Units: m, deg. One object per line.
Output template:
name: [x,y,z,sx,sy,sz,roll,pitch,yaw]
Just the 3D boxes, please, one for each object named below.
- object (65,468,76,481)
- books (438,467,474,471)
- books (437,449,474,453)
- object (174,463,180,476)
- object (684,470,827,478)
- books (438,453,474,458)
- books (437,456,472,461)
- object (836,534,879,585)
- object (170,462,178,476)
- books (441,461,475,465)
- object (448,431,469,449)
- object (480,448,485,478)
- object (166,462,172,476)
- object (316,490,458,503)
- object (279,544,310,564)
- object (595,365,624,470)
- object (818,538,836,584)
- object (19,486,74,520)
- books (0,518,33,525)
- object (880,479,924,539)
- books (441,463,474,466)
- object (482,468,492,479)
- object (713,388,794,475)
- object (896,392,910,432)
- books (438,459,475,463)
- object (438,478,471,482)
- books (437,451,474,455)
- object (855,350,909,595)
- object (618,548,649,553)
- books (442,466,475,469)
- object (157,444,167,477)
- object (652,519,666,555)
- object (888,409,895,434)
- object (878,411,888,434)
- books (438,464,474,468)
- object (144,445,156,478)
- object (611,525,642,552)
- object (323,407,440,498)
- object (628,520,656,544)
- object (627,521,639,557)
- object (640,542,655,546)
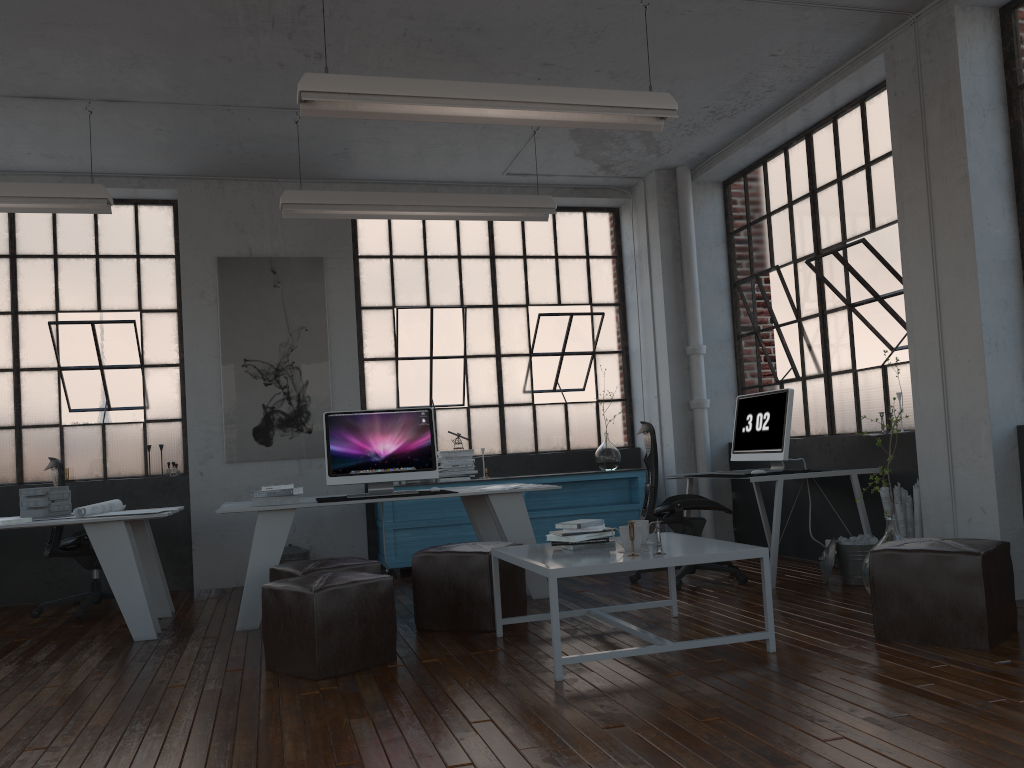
object: [-3.467,0.708,6.912,0.124,0.100,0.124,-4,-4,7]
books: [-0.481,0.722,7.508,0.288,0.016,0.183,-2,-5,-16]
books: [-0.483,0.569,7.489,0.288,0.016,0.183,-2,-5,-16]
object: [-2.711,0.692,7.161,0.058,0.101,0.032,-5,-3,19]
object: [1.663,0.618,6.089,0.687,0.008,0.850,-2,-5,-14]
books: [-0.477,0.605,7.501,0.273,0.021,0.174,-2,-5,-16]
books: [-0.499,0.630,7.509,0.295,0.028,0.180,-2,-5,-16]
object: [2.139,1.066,5.431,0.291,0.293,0.290,-6,-4,32]
object: [-2.705,0.678,7.086,0.058,0.117,0.032,-3,-3,-2]
books: [-0.462,0.666,7.504,0.263,0.017,0.168,-2,-5,-16]
object: [-0.449,0.469,7.488,0.178,0.161,0.092,-7,-5,42]
object: [-0.244,0.680,7.625,0.084,0.256,0.084,-1,-4,-38]
object: [-2.759,0.685,7.130,0.058,0.117,0.032,-6,-4,35]
object: [-0.813,0.714,5.659,0.848,0.008,0.688,-2,-5,-14]
object: [-1.730,1.411,6.959,0.293,0.307,0.293,-4,-4,13]
object: [0.874,0.280,7.705,0.231,0.938,0.434,-1,-4,-34]
object: [1.945,1.091,5.463,0.107,0.280,0.293,-4,-4,10]
object: [-2.838,0.720,5.394,0.416,0.182,0.389,-5,-4,15]
books: [-2.873,0.776,4.993,0.235,0.024,0.200,-5,-5,20]
object: [2.381,0.878,5.302,0.293,0.626,0.274,-5,-3,26]
books: [-0.465,0.681,7.493,0.254,0.012,0.161,-2,-5,-16]
object: [-0.214,0.752,7.456,0.088,0.084,0.088,-3,-4,-11]
object: [1.649,0.336,6.102,0.377,0.552,0.715,-3,-4,-14]
object: [2.471,0.182,5.636,0.084,0.256,0.084,-4,-3,7]
books: [-0.475,0.651,7.515,0.288,0.016,0.183,-2,-5,-16]
object: [-0.481,0.787,7.255,0.253,0.014,0.187,-2,-5,-16]
books: [-0.479,0.586,7.501,0.288,0.016,0.183,-2,-5,-16]
object: [1.910,0.474,4.500,0.330,1.338,0.619,-5,-3,21]
object: [0.548,0.750,3.992,0.137,0.003,0.138,-4,-4,5]
books: [-0.453,0.705,7.492,0.256,0.013,0.161,-2,-5,-16]
object: [-2.803,0.614,7.096,0.085,0.259,0.085,-6,-4,38]
object: [0.631,0.658,3.817,0.055,0.153,0.055,-1,-4,-39]
object: [2.454,0.241,5.718,0.066,0.160,0.066,-4,-3,16]
object: [2.404,0.250,5.754,0.055,0.153,0.055,-5,-4,34]
books: [-0.477,0.694,7.495,0.285,0.012,0.160,-2,-5,-16]
object: [-2.897,0.619,7.087,0.085,0.259,0.085,-6,-4,38]
object: [0.523,0.697,3.993,0.129,0.109,0.101,-3,-4,-7]
object: [-0.829,0.432,5.676,0.714,0.552,0.378,-2,-4,-14]
object: [0.623,0.712,4.256,0.129,0.109,0.101,-3,-4,-7]
object: [0.518,0.667,3.818,0.053,0.148,0.052,-5,-3,25]
object: [0.616,0.766,4.249,0.137,0.003,0.138,-4,-4,5]
